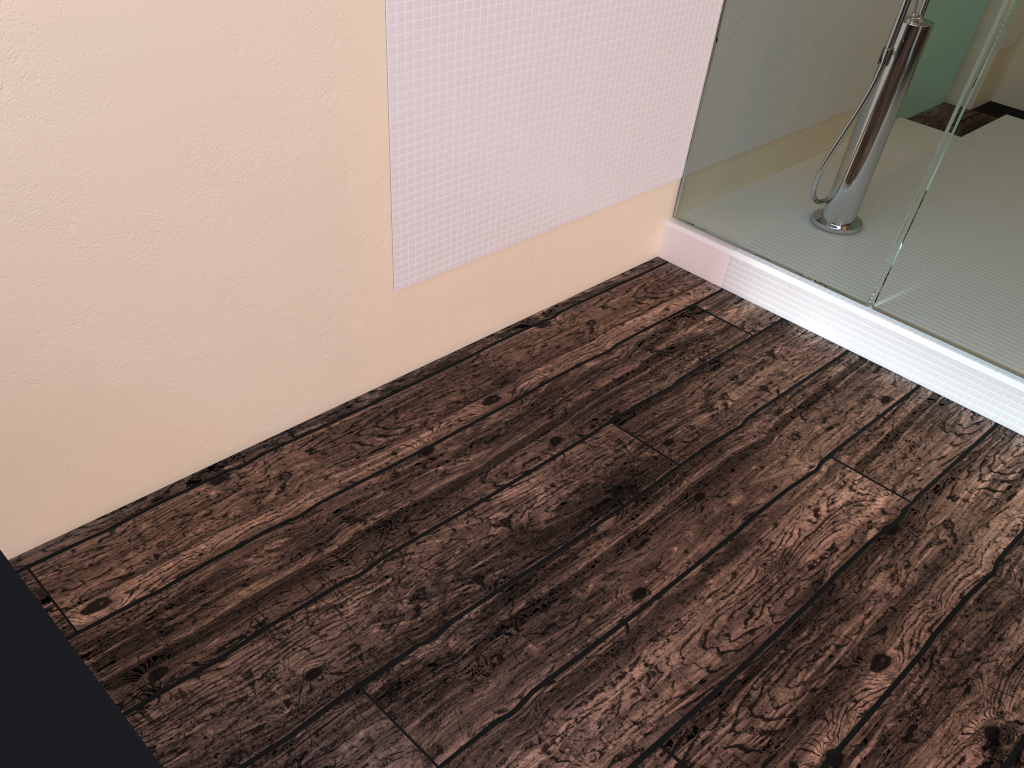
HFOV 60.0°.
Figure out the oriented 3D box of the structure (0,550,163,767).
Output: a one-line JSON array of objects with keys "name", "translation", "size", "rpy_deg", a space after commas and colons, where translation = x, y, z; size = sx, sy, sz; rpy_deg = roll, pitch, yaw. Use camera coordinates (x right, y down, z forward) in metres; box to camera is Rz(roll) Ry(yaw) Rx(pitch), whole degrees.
[{"name": "structure", "translation": [-0.796, 0.620, 0.796], "size": [0.861, 0.878, 0.792], "rpy_deg": [-31, 52, -34]}]
